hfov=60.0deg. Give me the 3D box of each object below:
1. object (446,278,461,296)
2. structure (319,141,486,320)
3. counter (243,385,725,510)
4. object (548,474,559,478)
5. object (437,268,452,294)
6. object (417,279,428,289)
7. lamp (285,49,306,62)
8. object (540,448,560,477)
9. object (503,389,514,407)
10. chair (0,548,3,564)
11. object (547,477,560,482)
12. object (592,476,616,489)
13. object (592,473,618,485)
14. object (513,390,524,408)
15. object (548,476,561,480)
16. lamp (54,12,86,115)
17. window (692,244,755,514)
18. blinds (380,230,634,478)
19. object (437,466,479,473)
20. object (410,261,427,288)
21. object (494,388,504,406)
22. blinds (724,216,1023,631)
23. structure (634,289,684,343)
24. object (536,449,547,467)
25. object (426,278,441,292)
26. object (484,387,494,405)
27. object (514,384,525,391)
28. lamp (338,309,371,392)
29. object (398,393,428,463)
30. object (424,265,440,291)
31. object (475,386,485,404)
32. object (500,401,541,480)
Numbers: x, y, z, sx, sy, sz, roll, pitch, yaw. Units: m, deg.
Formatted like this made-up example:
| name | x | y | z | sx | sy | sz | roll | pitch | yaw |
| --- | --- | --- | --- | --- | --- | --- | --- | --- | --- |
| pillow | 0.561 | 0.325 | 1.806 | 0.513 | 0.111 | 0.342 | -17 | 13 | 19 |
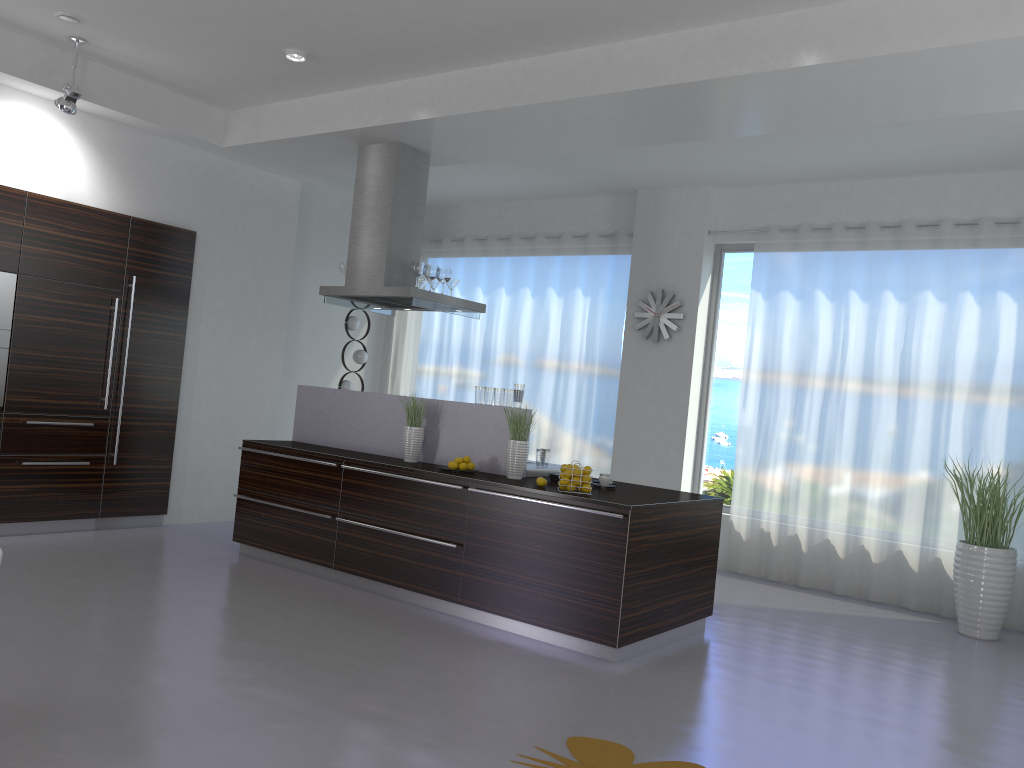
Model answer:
| name | x | y | z | sx | sy | sz | roll | pitch | yaw |
| --- | --- | --- | --- | --- | --- | --- | --- | --- | --- |
| object | -0.495 | -0.764 | 7.218 | 0.137 | 0.174 | 0.137 | 6 | -1 | 1 |
| structure | -0.821 | -1.197 | 7.154 | 0.981 | 1.231 | 0.915 | 5 | -1 | 36 |
| counter | -0.333 | 0.781 | 6.207 | 3.291 | 1.300 | 1.302 | 5 | -1 | 36 |
| object | 0.368 | 0.611 | 5.786 | 0.232 | 0.020 | 0.232 | 5 | -1 | 39 |
| object | -0.541 | -0.795 | 6.980 | 0.125 | 0.221 | 0.125 | 6 | -1 | -29 |
| object | -0.781 | -0.788 | 7.445 | 0.137 | 0.174 | 0.137 | 6 | -1 | 1 |
| lamp | -1.434 | -2.180 | 5.885 | 0.132 | 0.035 | 0.132 | 6 | -1 | 9 |
| object | 0.283 | 0.531 | 5.951 | 0.269 | 0.147 | 0.646 | 6 | -1 | -29 |
| object | -0.024 | 0.094 | 5.887 | 0.071 | 0.119 | 0.072 | 6 | -1 | -14 |
| chair | -1.711 | 0.832 | 2.277 | 0.620 | 0.805 | 0.508 | 6 | -1 | -19 |
| object | 0.366 | 0.631 | 5.785 | 0.232 | 0.020 | 0.232 | 5 | -1 | 44 |
| object | 0.588 | 0.626 | 5.639 | 0.153 | 0.069 | 0.153 | 5 | -1 | 9 |
| object | 0.620 | 0.634 | 5.910 | 0.153 | 0.069 | 0.153 | 6 | -1 | -21 |
| object | 0.042 | 0.099 | 5.840 | 0.071 | 0.119 | 0.072 | 6 | -1 | -14 |
| object | 0.367 | 0.621 | 5.786 | 0.232 | 0.020 | 0.232 | 5 | -1 | 44 |
| lamp | -2.934 | -2.089 | 5.859 | 0.171 | 0.511 | 0.605 | 6 | -1 | -22 |
| window | 3.044 | 0.030 | 7.540 | 3.000 | 2.500 | 0.100 | 5 | -1 | 36 |
| blinds | -0.262 | -0.076 | 9.650 | 3.245 | 3.112 | 0.120 | 5 | -1 | 36 |
| object | -0.350 | 0.557 | 5.757 | 0.232 | 0.020 | 0.232 | 5 | -1 | 44 |
| object | -0.718 | -0.817 | 6.733 | 0.125 | 0.221 | 0.125 | 6 | -1 | -29 |
| object | -0.089 | 0.088 | 5.934 | 0.071 | 0.119 | 0.072 | 6 | -1 | -14 |
| blinds | 3.181 | 0.226 | 7.148 | 2.830 | 3.112 | 0.120 | 5 | -1 | 36 |
| structure | 1.381 | -0.645 | 8.377 | 0.505 | 0.505 | 0.076 | 5 | -1 | 36 |
| object | 0.199 | 0.512 | 6.147 | 0.072 | 0.119 | 0.071 | 5 | -1 | 36 |
| object | -0.648 | -0.777 | 7.329 | 0.137 | 0.174 | 0.137 | 6 | -1 | 1 |
| object | -0.154 | 0.082 | 5.982 | 0.071 | 0.119 | 0.072 | 6 | -1 | -14 |
| object | 0.045 | 0.061 | 5.840 | 0.071 | 0.119 | 0.072 | 6 | -1 | -14 |
| lamp | -1.610 | -0.967 | 9.448 | 0.180 | 2.370 | 0.367 | 5 | -1 | 29 |
| object | -0.695 | 0.286 | 6.107 | 0.269 | 0.502 | 0.247 | 5 | -1 | 36 |
| object | -0.627 | -0.806 | 6.861 | 0.125 | 0.221 | 0.125 | 6 | -1 | -29 |
| object | -0.219 | 0.077 | 6.029 | 0.072 | 0.119 | 0.071 | 6 | -1 | -4 |
| object | 0.037 | 0.351 | 5.605 | 0.269 | 0.502 | 0.247 | 6 | -1 | -11 |
